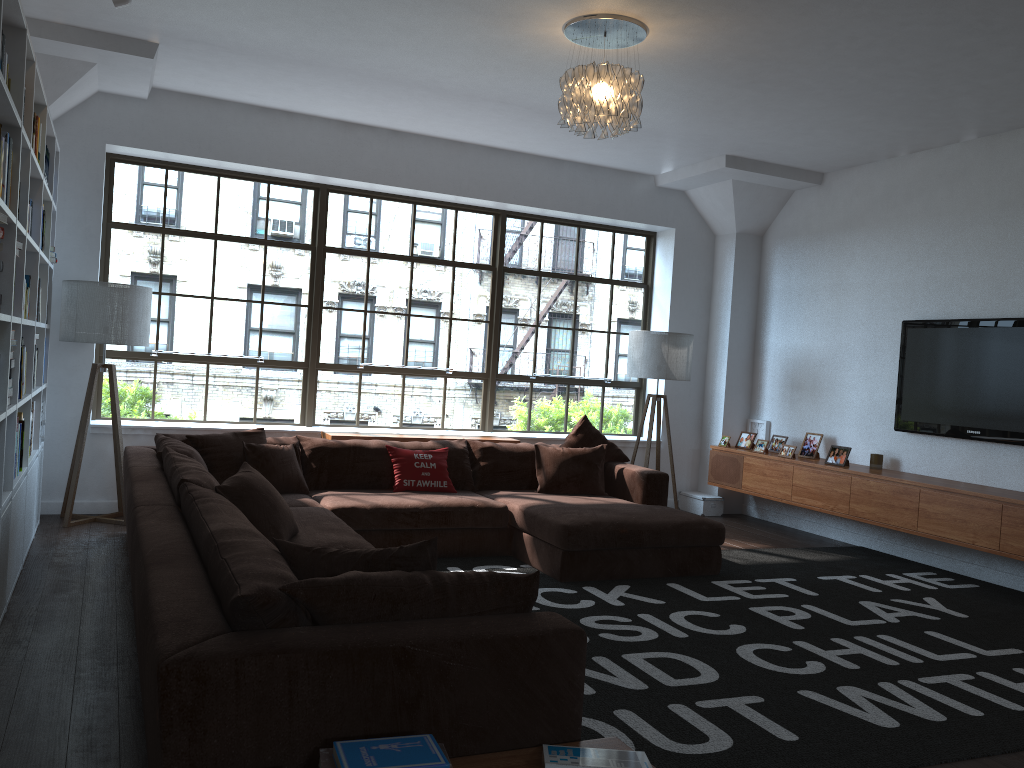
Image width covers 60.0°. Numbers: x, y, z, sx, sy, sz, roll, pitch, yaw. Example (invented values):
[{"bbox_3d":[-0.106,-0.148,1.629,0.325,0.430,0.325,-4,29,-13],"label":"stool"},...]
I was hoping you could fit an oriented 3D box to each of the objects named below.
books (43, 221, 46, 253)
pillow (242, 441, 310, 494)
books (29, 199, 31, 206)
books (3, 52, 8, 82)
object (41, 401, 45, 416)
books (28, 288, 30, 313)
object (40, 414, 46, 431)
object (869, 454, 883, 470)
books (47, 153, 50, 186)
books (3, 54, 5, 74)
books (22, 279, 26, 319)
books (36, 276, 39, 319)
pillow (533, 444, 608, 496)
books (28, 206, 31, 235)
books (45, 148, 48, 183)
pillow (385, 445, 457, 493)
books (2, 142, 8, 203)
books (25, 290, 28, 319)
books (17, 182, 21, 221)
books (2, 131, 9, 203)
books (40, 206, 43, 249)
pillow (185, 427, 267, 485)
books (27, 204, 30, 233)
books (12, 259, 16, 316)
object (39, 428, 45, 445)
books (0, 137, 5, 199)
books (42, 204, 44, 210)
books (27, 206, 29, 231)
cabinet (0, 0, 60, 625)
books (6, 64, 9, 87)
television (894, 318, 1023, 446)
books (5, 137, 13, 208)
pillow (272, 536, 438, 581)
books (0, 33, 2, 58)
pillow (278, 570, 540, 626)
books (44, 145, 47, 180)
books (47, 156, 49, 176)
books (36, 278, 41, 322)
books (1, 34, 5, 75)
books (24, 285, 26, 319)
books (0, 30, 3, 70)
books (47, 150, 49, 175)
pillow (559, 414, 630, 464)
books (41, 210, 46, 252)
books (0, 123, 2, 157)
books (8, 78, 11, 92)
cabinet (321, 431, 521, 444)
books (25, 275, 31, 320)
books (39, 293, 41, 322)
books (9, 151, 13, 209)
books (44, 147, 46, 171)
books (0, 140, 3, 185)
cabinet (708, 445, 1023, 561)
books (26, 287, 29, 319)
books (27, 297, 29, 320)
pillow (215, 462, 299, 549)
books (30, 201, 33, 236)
[{"bbox_3d":[-2.816,-0.849,5.172,0.161,0.223,0.026,3,1,-25],"label":"books"},{"bbox_3d":[-1.471,0.517,5.438,0.238,0.337,0.489,5,1,35],"label":"pillow"},{"bbox_3d":[-2.487,-0.816,4.430,0.140,0.231,0.042,3,1,-25],"label":"books"},{"bbox_3d":[-1.894,-1.103,3.178,0.139,0.191,0.036,3,1,-25],"label":"books"},{"bbox_3d":[-3.051,0.153,5.426,0.316,0.088,0.410,3,1,-25],"label":"object"},{"bbox_3d":[-2.494,-0.406,4.467,0.107,0.167,0.017,3,1,-25],"label":"books"},{"bbox_3d":[-3.050,0.241,5.431,0.331,0.088,0.410,3,1,-25],"label":"object"},{"bbox_3d":[2.720,0.579,6.618,0.089,0.110,0.089,4,1,20],"label":"object"},{"bbox_3d":[-2.813,-1.238,5.186,0.183,0.253,0.042,3,1,-25],"label":"books"},{"bbox_3d":[-1.881,-1.121,3.139,0.140,0.231,0.042,3,1,-25],"label":"books"},{"bbox_3d":[-2.385,-0.405,4.193,0.139,0.191,0.036,3,1,-25],"label":"books"},{"bbox_3d":[-2.747,-0.479,4.944,0.180,0.259,0.042,3,1,-25],"label":"books"},{"bbox_3d":[0.423,0.603,6.325,0.542,0.362,0.248,4,1,-4],"label":"pillow"},{"bbox_3d":[-2.468,-0.794,4.396,0.139,0.191,0.036,3,1,-25],"label":"books"},{"bbox_3d":[-2.759,-1.232,5.067,0.183,0.253,0.042,3,1,-25],"label":"books"},{"bbox_3d":[-0.613,0.577,5.986,0.465,0.308,0.220,3,1,-28],"label":"pillow"},{"bbox_3d":[-1.912,-0.756,3.175,0.174,0.239,0.045,3,1,-25],"label":"books"},{"bbox_3d":[-2.462,-0.395,4.385,0.110,0.153,0.019,3,1,-25],"label":"books"},{"bbox_3d":[-2.177,-0.766,3.768,0.146,0.202,0.027,3,1,-25],"label":"books"},{"bbox_3d":[-1.947,-0.785,3.242,0.176,0.290,0.053,3,1,-25],"label":"books"},{"bbox_3d":[-2.643,-0.845,4.793,0.183,0.253,0.034,3,1,-25],"label":"books"},{"bbox_3d":[-1.683,0.484,5.446,0.334,0.418,0.580,5,2,39],"label":"pillow"},{"bbox_3d":[-2.453,-0.795,4.357,0.136,0.196,0.045,3,1,-25],"label":"books"},{"bbox_3d":[-2.193,-0.410,3.736,0.171,0.246,0.036,3,1,-25],"label":"books"},{"bbox_3d":[-3.056,0.329,5.433,0.331,0.088,0.410,3,1,-25],"label":"object"},{"bbox_3d":[-1.893,-0.757,3.127,0.170,0.245,0.057,3,1,-25],"label":"books"},{"bbox_3d":[-2.729,-0.873,4.968,0.176,0.290,0.036,3,1,-25],"label":"books"},{"bbox_3d":[-2.426,-0.783,4.310,0.128,0.178,0.022,3,1,-25],"label":"books"},{"bbox_3d":[-2.249,-0.209,3.554,0.461,2.414,4.500,3,1,-25],"label":"cabinet"},{"bbox_3d":[-1.932,-1.100,3.266,0.128,0.178,0.022,3,1,-25],"label":"books"},{"bbox_3d":[3.117,-0.030,5.928,0.013,0.816,1.324,3,1,-25],"label":"television"},{"bbox_3d":[-1.976,-0.785,3.296,0.197,0.283,0.065,3,1,-25],"label":"books"},{"bbox_3d":[-0.438,0.619,2.668,0.559,0.411,0.269,4,1,21],"label":"pillow"},{"bbox_3d":[-1.801,-1.098,2.976,0.146,0.202,0.027,3,1,-25],"label":"books"},{"bbox_3d":[-0.297,0.675,2.443,0.750,0.364,0.289,3,1,-25],"label":"pillow"},{"bbox_3d":[-2.723,-1.228,4.987,0.183,0.253,0.042,3,1,-25],"label":"books"},{"bbox_3d":[-2.797,-1.236,5.146,0.183,0.253,0.042,3,1,-25],"label":"books"},{"bbox_3d":[-2.778,-0.480,5.025,0.183,0.253,0.042,3,1,-25],"label":"books"},{"bbox_3d":[-1.864,-1.117,3.094,0.158,0.226,0.052,3,1,-25],"label":"books"},{"bbox_3d":[-2.422,-0.403,4.281,0.128,0.178,0.022,3,1,-25],"label":"books"},{"bbox_3d":[-1.839,-1.116,3.051,0.140,0.231,0.042,3,1,-25],"label":"books"},{"bbox_3d":[-2.777,-1.234,5.107,0.183,0.253,0.042,3,1,-25],"label":"books"},{"bbox_3d":[0.547,0.524,6.559,0.335,0.587,0.651,5,2,44],"label":"pillow"},{"bbox_3d":[-2.708,-0.852,4.941,0.183,0.253,0.034,3,1,-25],"label":"books"},{"bbox_3d":[-1.807,-0.751,2.949,0.182,0.253,0.034,3,1,-25],"label":"books"},{"bbox_3d":[-1.971,-1.093,3.370,0.110,0.153,0.019,3,1,-25],"label":"books"},{"bbox_3d":[-0.714,0.717,6.931,1.520,0.625,0.350,3,1,-25],"label":"cabinet"},{"bbox_3d":[-2.522,-0.441,4.491,0.140,0.231,0.042,3,1,-25],"label":"books"},{"bbox_3d":[-2.816,-0.475,5.107,0.174,0.236,0.142,3,1,-25],"label":"books"},{"bbox_3d":[-1.994,-0.771,3.369,0.159,0.250,0.026,3,1,-25],"label":"books"},{"bbox_3d":[-2.709,-1.226,4.946,0.183,0.253,0.042,3,1,-25],"label":"books"},{"bbox_3d":[-1.860,-0.742,3.068,0.161,0.223,0.027,3,1,-25],"label":"books"},{"bbox_3d":[2.889,0.835,5.940,0.459,0.350,4.501,3,1,-25],"label":"cabinet"},{"bbox_3d":[-2.479,-0.403,4.418,0.120,0.167,0.020,3,1,-25],"label":"books"},{"bbox_3d":[-2.484,-0.402,4.445,0.106,0.162,0.032,3,1,-25],"label":"books"},{"bbox_3d":[-1.127,0.569,3.923,0.325,0.391,0.625,4,1,-8],"label":"pillow"},{"bbox_3d":[-2.510,-0.816,4.473,0.158,0.226,0.052,3,1,-25],"label":"books"}]
